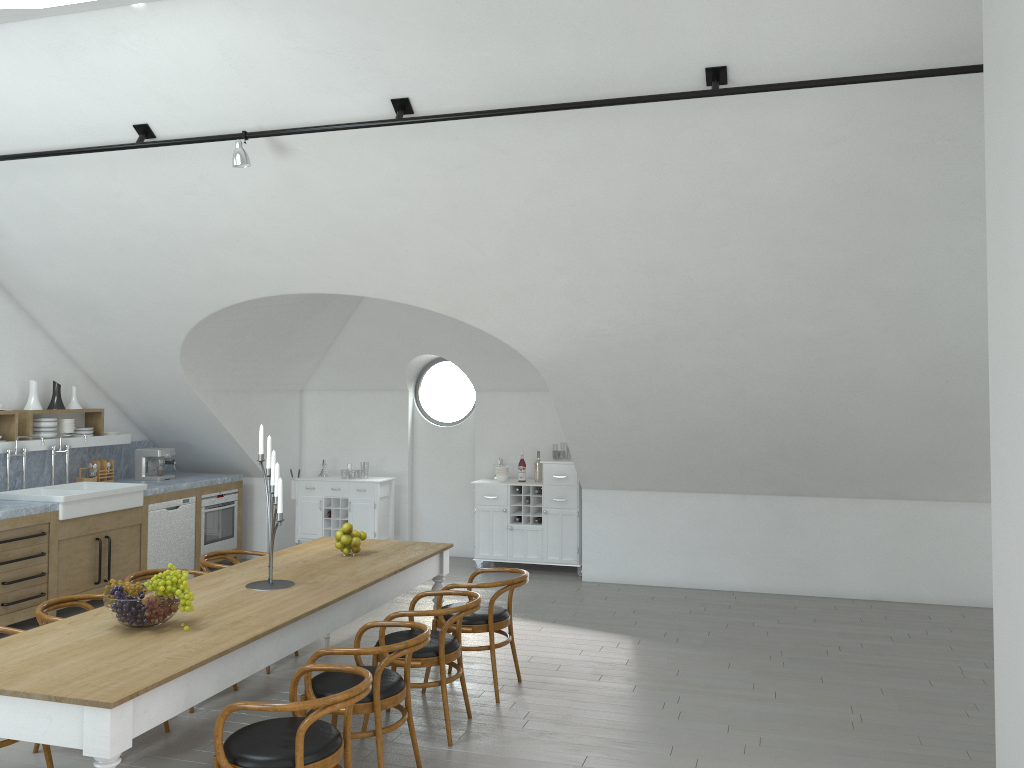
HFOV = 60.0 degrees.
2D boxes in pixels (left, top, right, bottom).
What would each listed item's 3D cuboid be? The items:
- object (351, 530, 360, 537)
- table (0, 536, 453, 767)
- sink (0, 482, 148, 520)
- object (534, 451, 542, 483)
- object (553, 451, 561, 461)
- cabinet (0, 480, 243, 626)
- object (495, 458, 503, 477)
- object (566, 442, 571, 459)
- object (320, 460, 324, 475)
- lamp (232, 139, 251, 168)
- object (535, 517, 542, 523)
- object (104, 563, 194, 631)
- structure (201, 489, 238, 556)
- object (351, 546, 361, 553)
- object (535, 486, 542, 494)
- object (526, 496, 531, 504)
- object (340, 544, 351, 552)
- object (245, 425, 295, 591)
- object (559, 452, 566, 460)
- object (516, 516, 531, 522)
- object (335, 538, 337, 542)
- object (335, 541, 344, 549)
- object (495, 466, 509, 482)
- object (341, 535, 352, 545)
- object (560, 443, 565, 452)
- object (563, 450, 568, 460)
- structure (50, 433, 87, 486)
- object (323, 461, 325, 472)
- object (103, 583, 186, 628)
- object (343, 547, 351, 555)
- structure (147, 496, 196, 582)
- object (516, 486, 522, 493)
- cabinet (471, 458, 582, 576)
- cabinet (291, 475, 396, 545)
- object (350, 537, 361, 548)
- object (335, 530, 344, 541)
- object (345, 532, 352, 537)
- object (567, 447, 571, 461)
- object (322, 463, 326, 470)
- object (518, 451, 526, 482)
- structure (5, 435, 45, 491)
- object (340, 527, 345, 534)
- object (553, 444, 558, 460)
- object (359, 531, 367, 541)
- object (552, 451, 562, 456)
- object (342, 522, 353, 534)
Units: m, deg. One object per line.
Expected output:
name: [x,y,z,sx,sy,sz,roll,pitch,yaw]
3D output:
object: [-1.017,0.978,5.763,0.058,0.057,0.053,-1,-2,31]
table: [-1.380,1.506,4.771,1.018,0.800,3.346,0,-1,17]
sink: [-3.819,1.009,7.722,0.727,0.202,1.020,0,-1,17]
object: [0.280,0.876,9.380,0.085,0.331,0.085,1,-2,-24]
object: [0.467,0.748,9.223,0.082,0.105,0.081,1,-2,-35]
cabinet: [-4.284,1.524,6.666,1.004,1.023,6.423,0,-1,17]
object: [-0.139,0.919,9.716,0.115,0.209,0.065,0,-2,19]
object: [0.604,0.710,9.424,0.063,0.187,0.063,0,-2,3]
object: [-2.160,0.949,10.093,0.039,0.175,0.054,0,-2,17]
lamp: [-1.720,-1.466,5.644,0.112,0.175,0.114,1,-2,-21]
object: [0.300,1.419,9.321,0.081,0.081,0.358,0,-1,15]
object: [-1.646,0.958,4.015,0.393,0.284,0.292,1,-1,-19]
structure: [-3.320,1.441,9.314,0.631,0.637,0.632,0,-1,17]
object: [-1.018,1.072,5.783,0.063,0.063,0.064,-1,-2,28]
object: [0.304,1.114,9.326,0.087,0.085,0.359,0,-1,17]
object: [0.205,1.221,9.367,0.085,0.085,0.330,0,-1,16]
object: [-1.090,1.065,5.799,0.080,0.074,0.078,1,-2,-28]
object: [-1.340,0.673,4.967,0.265,0.876,0.774,1,-2,-9]
object: [0.518,0.759,9.292,0.077,0.085,0.077,0,-2,25]
object: [0.136,1.416,9.377,0.156,0.085,0.331,0,-1,18]
object: [-1.128,1.015,5.813,0.062,0.059,0.062,0,-1,21]
object: [-1.114,1.040,5.730,0.059,0.056,0.059,0,-1,11]
object: [-0.107,0.962,9.472,0.154,0.160,0.157,-1,-2,45]
object: [-1.066,1.002,5.704,0.071,0.064,0.072,0,-1,10]
object: [0.540,0.713,9.424,0.054,0.179,0.054,0,-2,11]
object: [0.568,0.753,9.359,0.071,0.099,0.071,-1,-2,25]
structure: [-4.007,0.710,8.084,0.332,0.530,0.214,0,-2,-3]
object: [-2.133,0.951,10.070,0.039,0.164,0.024,-1,-3,29]
object: [-1.667,1.021,4.033,0.360,0.160,0.360,0,-1,-3]
object: [-1.068,1.079,5.734,0.050,0.050,0.051,0,-1,20]
structure: [-3.540,1.529,8.588,0.598,0.824,0.723,0,-2,17]
object: [0.107,1.110,9.394,0.092,0.094,0.359,0,-1,17]
cabinet: [0.212,1.376,9.410,1.242,1.155,0.609,0,-2,17]
cabinet: [-1.881,1.440,9.834,1.134,0.790,0.496,0,-2,17]
object: [-1.010,1.022,5.729,0.071,0.072,0.070,1,-1,-19]
object: [-1.117,0.985,5.756,0.066,0.071,0.072,1,-1,-14]
object: [-1.067,0.986,5.810,0.053,0.051,0.052,0,-1,-12]
object: [0.596,0.728,9.266,0.046,0.143,0.046,-1,-2,28]
object: [-2.148,0.965,10.092,0.097,0.137,0.029,0,-2,20]
object: [0.108,0.877,9.437,0.081,0.330,0.081,0,-2,13]
structure: [-4.147,0.705,7.616,0.332,0.530,0.214,0,-2,-3]
object: [-1.107,0.970,5.842,0.062,0.060,0.062,0,-1,17]
object: [0.454,0.717,9.305,0.048,0.169,0.048,2,-3,-41]
object: [-0.981,0.995,5.806,0.063,0.063,0.062,1,-2,-21]
object: [0.478,0.756,9.375,0.094,0.093,0.093,1,-2,-41]
object: [-1.070,0.938,5.772,0.072,0.074,0.072,0,-1,17]
